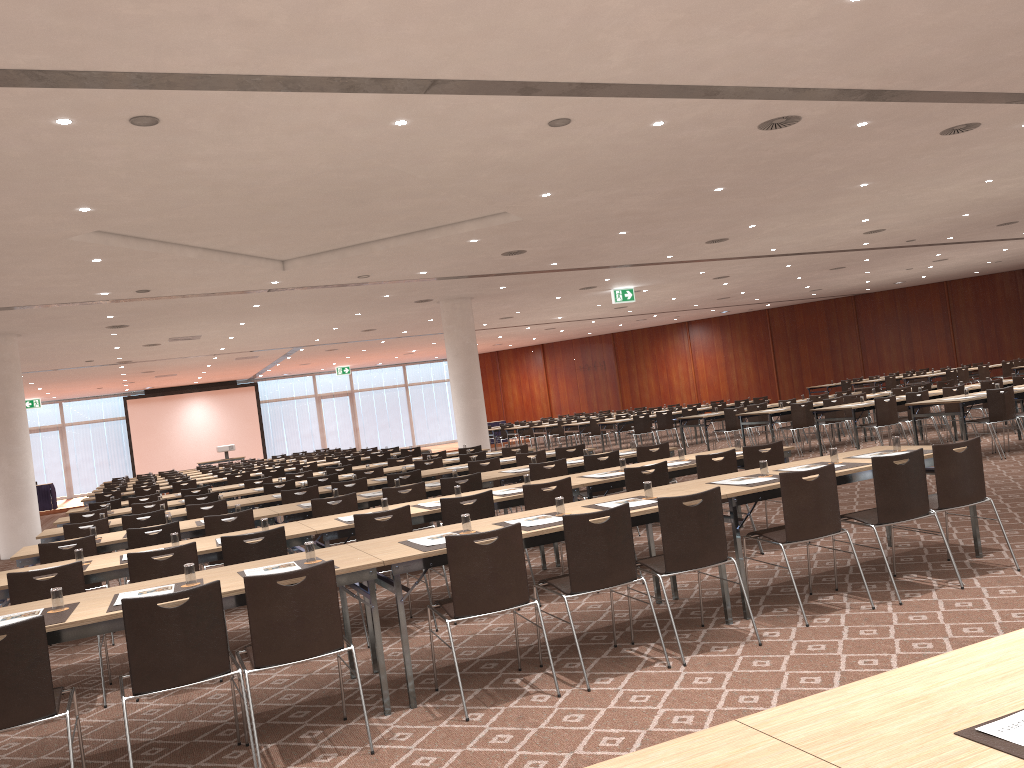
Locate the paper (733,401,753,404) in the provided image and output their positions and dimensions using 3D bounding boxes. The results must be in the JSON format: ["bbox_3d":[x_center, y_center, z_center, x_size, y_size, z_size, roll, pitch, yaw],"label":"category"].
[{"bbox_3d":[6.008,0.460,22.674,0.460,0.003,0.566,-7,-1,-22],"label":"paper"}]

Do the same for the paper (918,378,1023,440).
[{"bbox_3d":[8.301,0.431,15.641,2.266,0.833,0.954,-7,-1,-23],"label":"paper"}]

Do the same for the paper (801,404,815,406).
[{"bbox_3d":[5.409,0.403,16.501,0.283,0.006,0.398,-7,-1,-24],"label":"paper"}]

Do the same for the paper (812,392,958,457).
[{"bbox_3d":[6.227,0.684,14.757,2.266,0.833,0.954,-7,-1,-23],"label":"paper"}]

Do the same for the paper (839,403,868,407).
[{"bbox_3d":[5.548,0.340,14.395,0.283,0.006,0.398,-7,-1,-26],"label":"paper"}]

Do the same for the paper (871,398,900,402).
[{"bbox_3d":[6.154,0.266,14.652,0.283,0.006,0.398,-7,-1,-25],"label":"paper"}]

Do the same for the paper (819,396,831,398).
[{"bbox_3d":[6.711,0.290,19.215,0.283,0.006,0.398,-7,-1,-20],"label":"paper"}]

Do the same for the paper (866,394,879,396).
[{"bbox_3d":[6.879,0.225,17.154,0.283,0.006,0.398,-7,-1,-22],"label":"paper"}]

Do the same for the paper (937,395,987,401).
[{"bbox_3d":[6.402,0.193,12.529,0.460,0.003,0.566,-7,-1,-21],"label":"paper"}]

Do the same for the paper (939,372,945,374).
[{"bbox_3d":[12.524,-0.334,25.455,0.460,0.003,0.566,-7,-1,-23],"label":"paper"}]

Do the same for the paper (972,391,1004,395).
[{"bbox_3d":[6.917,0.128,12.849,0.283,0.006,0.398,-7,-1,-22],"label":"paper"}]

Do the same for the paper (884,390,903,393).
[{"bbox_3d":[7.472,0.152,17.403,0.283,0.006,0.398,-7,-1,-23],"label":"paper"}]

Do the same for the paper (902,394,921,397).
[{"bbox_3d":[6.759,0.193,14.935,0.283,0.006,0.398,-7,-1,-24],"label":"paper"}]

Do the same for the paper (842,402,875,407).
[{"bbox_3d":[5.654,0.330,14.362,0.460,0.003,0.566,-7,-1,-24],"label":"paper"}]

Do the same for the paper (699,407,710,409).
[{"bbox_3d":[4.743,0.612,22.220,0.283,0.006,0.398,-7,-1,-24],"label":"paper"}]

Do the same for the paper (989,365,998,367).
[{"bbox_3d":[13.986,-0.513,26.061,0.460,0.003,0.566,-7,-1,-25],"label":"paper"}]

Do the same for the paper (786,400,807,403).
[{"bbox_3d":[6.188,0.357,18.949,0.460,0.003,0.566,-7,-1,-25],"label":"paper"}]

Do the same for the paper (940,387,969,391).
[{"bbox_3d":[7.642,0.085,15.295,0.283,0.006,0.398,-7,-1,-23],"label":"paper"}]

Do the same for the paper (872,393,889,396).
[{"bbox_3d":[6.977,0.214,17.088,0.460,0.003,0.566,-7,-1,-22],"label":"paper"}]

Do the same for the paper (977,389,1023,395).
[{"bbox_3d":[6.986,0.121,12.772,0.460,0.003,0.566,-7,-1,-22],"label":"paper"}]

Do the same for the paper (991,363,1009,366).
[{"bbox_3d":[14.518,-0.580,26.365,0.283,0.006,0.398,-7,-1,-20],"label":"paper"}]

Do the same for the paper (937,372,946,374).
[{"bbox_3d":[12.423,-0.324,25.496,0.283,0.006,0.398,-7,-1,-24],"label":"paper"}]

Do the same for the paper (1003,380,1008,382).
[{"bbox_3d":[8.886,-0.064,15.763,0.460,0.003,0.566,-7,-1,-24],"label":"paper"}]

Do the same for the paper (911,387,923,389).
[{"bbox_3d":[8.073,0.079,17.655,0.283,0.006,0.398,-7,-1,-23],"label":"paper"}]

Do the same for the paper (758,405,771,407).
[{"bbox_3d":[5.205,0.475,18.603,0.283,0.006,0.398,-7,-1,-21],"label":"paper"}]

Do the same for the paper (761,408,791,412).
[{"bbox_3d":[4.856,0.473,16.204,0.460,0.003,0.566,-7,-1,-25],"label":"paper"}]

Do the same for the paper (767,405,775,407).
[{"bbox_3d":[5.260,0.471,18.568,0.460,0.003,0.566,-7,-1,-22],"label":"paper"}]

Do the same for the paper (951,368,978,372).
[{"bbox_3d":[13.131,-0.409,25.686,0.460,0.003,0.566,-7,-1,-24],"label":"paper"}]

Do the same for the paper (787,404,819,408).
[{"bbox_3d":[5.458,0.400,16.467,0.460,0.003,0.566,-7,-1,-22],"label":"paper"}]

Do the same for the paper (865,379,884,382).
[{"bbox_3d":[11.137,-0.119,27.015,0.460,0.003,0.566,-7,-1,-25],"label":"paper"}]

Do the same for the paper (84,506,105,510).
[{"bbox_3d":[-6.296,1.879,13.614,0.460,0.003,0.566,-7,-1,-21],"label":"paper"}]

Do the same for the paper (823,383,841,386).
[{"bbox_3d":[10.393,0.017,28.863,0.460,0.003,0.566,-7,-1,-24],"label":"paper"}]

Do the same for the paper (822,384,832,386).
[{"bbox_3d":[10.322,0.024,28.915,0.283,0.006,0.398,-7,-1,-23],"label":"paper"}]

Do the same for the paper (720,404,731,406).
[{"bbox_3d":[5.338,0.539,22.450,0.283,0.006,0.398,-7,-1,-25],"label":"paper"}]

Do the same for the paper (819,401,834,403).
[{"bbox_3d":[6.000,0.331,16.763,0.283,0.006,0.398,-7,-1,-22],"label":"paper"}]

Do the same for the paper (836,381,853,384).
[{"bbox_3d":[10.989,-0.055,29.130,0.460,0.003,0.566,-7,-1,-23],"label":"paper"}]

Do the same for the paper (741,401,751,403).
[{"bbox_3d":[5.928,0.467,22.701,0.283,0.006,0.398,-7,-1,-25],"label":"paper"}]

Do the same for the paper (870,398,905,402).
[{"bbox_3d":[6.234,0.260,14.644,0.460,0.003,0.566,-7,-1,-23],"label":"paper"}]

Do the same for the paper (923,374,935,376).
[{"bbox_3d":[11.851,-0.255,25.248,0.283,0.006,0.398,-7,-1,-22],"label":"paper"}]

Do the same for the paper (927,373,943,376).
[{"bbox_3d":[11.923,-0.261,25.223,0.460,0.003,0.566,-7,-1,-22],"label":"paper"}]

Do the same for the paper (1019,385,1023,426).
[{"bbox_3d":[9.071,0.291,13.799,2.266,0.833,0.954,-7,-1,-23],"label":"paper"}]

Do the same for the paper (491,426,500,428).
[{"bbox_3d":[-0.568,1.490,30.773,0.283,0.006,0.398,-7,-1,-22],"label":"paper"}]

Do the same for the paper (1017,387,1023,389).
[{"bbox_3d":[7.624,0.043,13.028,0.460,0.003,0.566,-7,-1,-20],"label":"paper"}]

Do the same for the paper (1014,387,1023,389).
[{"bbox_3d":[7.509,0.055,13.053,0.283,0.006,0.398,-7,-1,-24],"label":"paper"}]

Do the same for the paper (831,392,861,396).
[{"bbox_3d":[7.347,0.216,19.456,0.460,0.003,0.566,-7,-1,-26],"label":"paper"}]

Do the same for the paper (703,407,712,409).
[{"bbox_3d":[4.827,0.604,22.164,0.460,0.003,0.566,-7,-1,-26],"label":"paper"}]

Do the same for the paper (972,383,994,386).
[{"bbox_3d":[8.233,0.013,15.542,0.283,0.006,0.398,-7,-1,-23],"label":"paper"}]

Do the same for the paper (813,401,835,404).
[{"bbox_3d":[6.059,0.327,16.738,0.460,0.003,0.566,-7,-1,-20],"label":"paper"}]

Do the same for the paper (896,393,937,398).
[{"bbox_3d":[6.823,0.188,14.883,0.460,0.003,0.566,-7,-1,-24],"label":"paper"}]

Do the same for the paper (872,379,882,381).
[{"bbox_3d":[11.046,-0.110,27.084,0.283,0.006,0.398,-7,-1,-23],"label":"paper"}]

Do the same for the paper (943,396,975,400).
[{"bbox_3d":[6.321,0.200,12.563,0.283,0.006,0.398,-7,-1,-26],"label":"paper"}]

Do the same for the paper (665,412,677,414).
[{"bbox_3d":[3.856,0.719,21.797,0.283,0.006,0.398,-7,-1,-23],"label":"paper"}]

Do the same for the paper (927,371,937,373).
[{"bbox_3d":[13.165,-0.369,27.966,0.283,0.006,0.398,-7,-1,-24],"label":"paper"}]

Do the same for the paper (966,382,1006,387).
[{"bbox_3d":[8.311,0.006,15.524,0.460,0.003,0.566,-7,-1,-21],"label":"paper"}]

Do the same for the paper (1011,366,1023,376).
[{"bbox_3d":[13.859,-0.154,22.348,2.266,0.833,0.954,-7,-1,-23],"label":"paper"}]

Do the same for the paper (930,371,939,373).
[{"bbox_3d":[13.229,-0.374,27.915,0.460,0.003,0.566,-7,-1,-21],"label":"paper"}]

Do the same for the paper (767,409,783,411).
[{"bbox_3d":[4.795,0.478,16.245,0.283,0.006,0.398,-7,-1,-23],"label":"paper"}]

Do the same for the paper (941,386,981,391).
[{"bbox_3d":[7.719,0.079,15.281,0.460,0.003,0.566,-7,-1,-21],"label":"paper"}]
